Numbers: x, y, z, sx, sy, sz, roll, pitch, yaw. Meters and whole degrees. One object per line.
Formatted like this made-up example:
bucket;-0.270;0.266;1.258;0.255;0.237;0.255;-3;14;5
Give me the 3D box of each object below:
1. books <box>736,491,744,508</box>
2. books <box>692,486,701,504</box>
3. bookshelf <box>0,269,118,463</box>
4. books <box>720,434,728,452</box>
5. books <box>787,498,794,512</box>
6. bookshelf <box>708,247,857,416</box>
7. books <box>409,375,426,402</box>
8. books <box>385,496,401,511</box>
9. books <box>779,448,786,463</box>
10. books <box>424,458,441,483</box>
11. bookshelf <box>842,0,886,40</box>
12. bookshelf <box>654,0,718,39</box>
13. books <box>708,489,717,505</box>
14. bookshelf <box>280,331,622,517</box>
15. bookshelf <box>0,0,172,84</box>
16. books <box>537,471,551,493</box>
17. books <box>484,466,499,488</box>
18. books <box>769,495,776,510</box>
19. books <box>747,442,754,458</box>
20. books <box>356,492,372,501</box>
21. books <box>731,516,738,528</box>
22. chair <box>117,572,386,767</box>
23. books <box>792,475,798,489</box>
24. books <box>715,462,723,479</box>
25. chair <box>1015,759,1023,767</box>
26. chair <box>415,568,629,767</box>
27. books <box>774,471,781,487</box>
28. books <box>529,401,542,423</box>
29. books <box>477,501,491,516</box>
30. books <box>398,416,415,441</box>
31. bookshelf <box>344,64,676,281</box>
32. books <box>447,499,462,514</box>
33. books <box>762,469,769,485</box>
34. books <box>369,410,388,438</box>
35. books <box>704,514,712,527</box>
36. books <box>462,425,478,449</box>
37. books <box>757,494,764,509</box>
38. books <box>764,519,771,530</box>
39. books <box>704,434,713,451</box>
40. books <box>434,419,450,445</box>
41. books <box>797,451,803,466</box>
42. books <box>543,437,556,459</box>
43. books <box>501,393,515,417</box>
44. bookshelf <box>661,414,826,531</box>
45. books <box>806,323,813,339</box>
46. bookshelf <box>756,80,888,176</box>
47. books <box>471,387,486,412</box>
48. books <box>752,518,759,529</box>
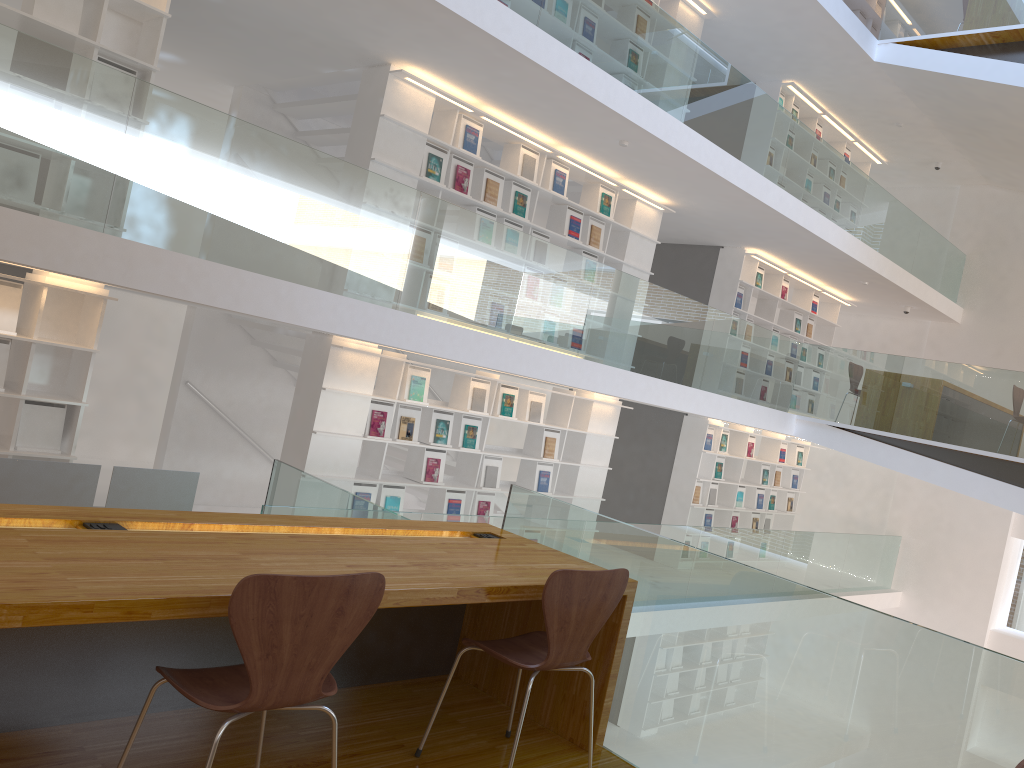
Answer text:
books;2.932;1.488;11.418;0.037;0.210;0.145;12;0;44
books;2.212;1.331;10.644;0.037;0.210;0.145;12;0;44
bookshelf;-3.697;0.078;4.357;0.498;1.836;2.984;12;0;44
books;2.606;0.724;10.912;0.037;0.210;0.145;12;0;44
books;3.911;1.705;12.465;0.037;0.210;0.145;12;0;44
bookshelf;3.509;-0.517;11.608;0.498;1.836;2.984;12;0;44
books;-0.770;0.043;7.203;0.037;0.210;0.145;12;0;44
books;-0.977;1.018;7.210;0.037;0.210;0.145;12;0;44
books;3.681;0.986;12.073;0.037;0.210;0.145;12;0;44
books;-0.668;0.731;7.467;0.037;0.210;0.145;12;0;44
bookshelf;4.360;-4.489;11.591;0.498;1.836;2.984;12;0;44
bookshelf;0.516;-3.235;7.937;0.498;1.836;3.666;12;0;44
books;2.470;1.396;10.919;0.037;0.210;0.145;12;0;44
bookshelf;-0.381;0.773;7.990;0.397;1.836;3.666;12;0;44
bookshelf;-3.265;-1.937;4.348;0.498;1.836;2.984;12;0;44
books;0.306;0.941;8.507;0.037;0.210;0.145;12;0;44
books;-0.188;0.847;7.980;0.037;0.210;0.145;12;0;44
books;3.537;1.621;12.063;0.037;0.210;0.145;12;0;44
books;3.068;0.857;11.416;0.037;0.210;0.145;12;0;44
books;-1.182;0.963;6.987;0.037;0.210;0.145;12;0;44
books;2.864;1.809;11.420;0.037;0.210;0.145;12;0;44
chair;-0.608;0.719;2.032;0.381;0.693;0.428;12;0;44
books;3.977;1.386;12.461;0.037;0.210;0.145;12;0;44
books;2.550;1.074;10.929;0.037;0.210;0.145;12;0;44
chair;1.033;1.073;1.547;0.381;0.693;0.428;12;0;44
chair;0.048;0.856;2.735;0.381;0.693;0.428;12;0;44
books;3.615;1.294;12.075;0.037;0.210;0.145;12;0;44
books;0.219;0.271;8.268;0.037;0.210;0.145;12;0;44
books;-0.259;1.160;7.982;0.037;0.210;0.145;12;0;44
books;-0.857;0.374;7.206;0.037;0.210;0.145;12;0;44
bookshelf;0.087;-1.234;7.946;0.498;1.836;3.666;12;0;44
books;-0.507;1.107;7.716;0.037;0.210;0.145;12;0;44
books;3.379;1.244;11.821;0.037;0.210;0.145;12;0;44
books;-1.054;0.317;6.979;0.037;0.210;0.145;12;0;44
books;2.419;1.712;10.938;0.037;0.210;0.145;12;0;44
books;-0.364;0.466;7.715;0.037;0.210;0.145;12;0;44
books;3.310;1.574;11.820;0.037;0.210;0.145;12;0;44
books;3.469;1.939;12.065;0.037;0.210;0.145;12;0;44
books;2.360;0.706;10.652;0.037;0.210;0.145;12;0;44
books;-0.592;0.406;7.473;0.037;0.210;0.145;12;0;44
books;4.045;1.057;12.462;0.037;0.210;0.145;12;0;44
books;0.361;0.618;8.496;0.037;0.210;0.145;12;0;44
books;-0.039;0.197;7.987;0.037;0.210;0.145;12;0;44
bookshelf;3.076;1.498;11.617;0.498;1.836;2.984;12;0;44
books;4.046;-0.712;12.066;0.037;0.210;0.145;12;0;44
bookshelf;3.938;-2.519;11.599;0.498;1.836;2.984;12;0;44
books;-0.290;0.144;7.718;0.037;0.210;0.145;12;0;44
books;3.245;1.892;11.825;0.037;0.210;0.145;12;0;44
